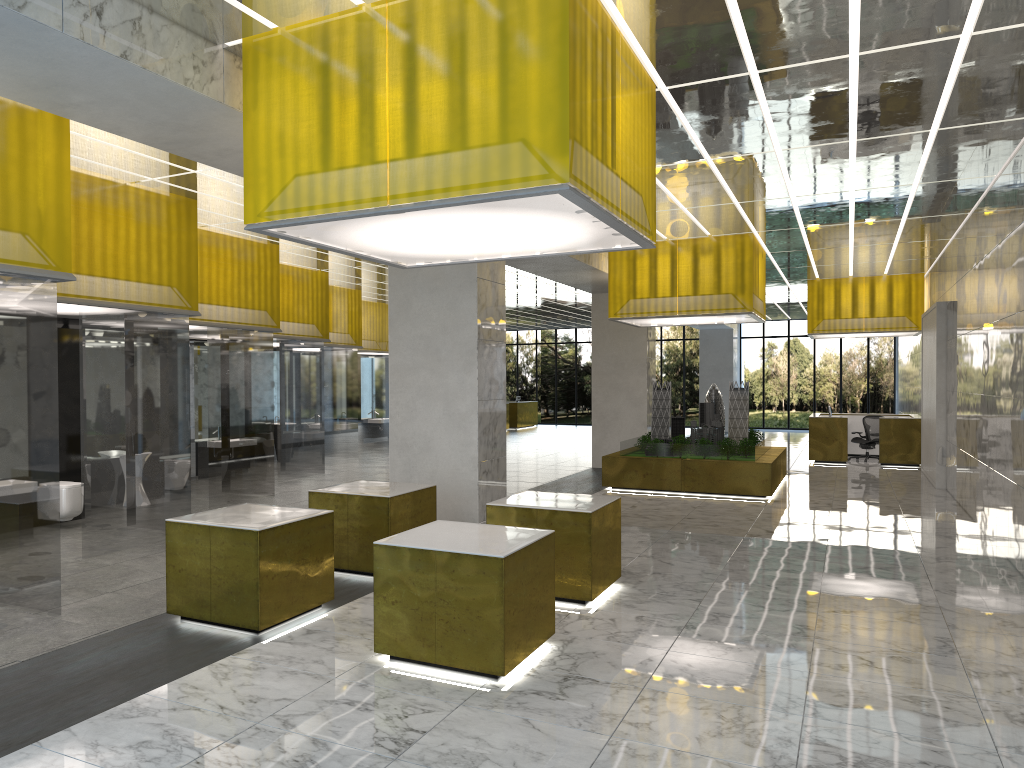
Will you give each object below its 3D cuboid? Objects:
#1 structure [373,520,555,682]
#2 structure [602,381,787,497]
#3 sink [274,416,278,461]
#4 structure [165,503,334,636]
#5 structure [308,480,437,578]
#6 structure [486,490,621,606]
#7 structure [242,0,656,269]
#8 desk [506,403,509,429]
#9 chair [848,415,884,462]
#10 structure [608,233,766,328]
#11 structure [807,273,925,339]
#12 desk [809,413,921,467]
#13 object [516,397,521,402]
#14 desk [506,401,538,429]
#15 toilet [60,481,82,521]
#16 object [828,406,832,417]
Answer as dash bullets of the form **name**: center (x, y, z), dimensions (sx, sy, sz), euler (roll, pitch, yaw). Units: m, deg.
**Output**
- **structure**: center (-0.438, 2.081, 8.410), dimensions (1.427, 1.174, 1.382), euler (0, 1, 25)
- **structure**: center (4.872, 1.208, 22.143), dimensions (4.043, 2.571, 4.932), euler (0, 0, 25)
- **sink**: center (-7.756, 1.864, 28.960), dimensions (0.805, 1.514, 0.989), euler (0, 1, -25)
- **structure**: center (-2.987, 2.090, 9.825), dimensions (1.427, 1.174, 1.382), euler (0, 1, 25)
- **structure**: center (-1.992, 2.078, 12.341), dimensions (1.427, 1.174, 1.382), euler (0, 1, 25)
- **structure**: center (0.559, 2.069, 10.931), dimensions (1.427, 1.174, 1.382), euler (0, 1, 25)
- **structure**: center (-0.489, -2.613, 8.717), dimensions (3.401, 2.270, 3.106), euler (0, 0, 26)
- **desk**: center (-2.245, 1.808, 45.869), dimensions (3.362, 1.509, 3.335), euler (0, 0, 25)
- **chair**: center (11.680, 1.782, 27.921), dimensions (0.970, 1.494, 1.191), euler (-1, 1, -41)
- **structure**: center (4.358, -2.671, 20.970), dimensions (3.402, 2.270, 3.106), euler (0, 0, 26)
- **structure**: center (11.557, -2.726, 28.076), dimensions (3.402, 2.270, 2.985), euler (0, 0, 26)
- **desk**: center (11.612, 1.787, 28.116), dimensions (3.362, 1.509, 3.335), euler (0, 0, 25)
- **object**: center (0.265, 1.066, 49.680), dimensions (0.575, 0.668, 0.719), euler (0, 1, 24)
- **desk**: center (-0.560, 1.788, 50.127), dimensions (3.362, 1.509, 3.335), euler (0, 0, 25)
- **toilet**: center (-8.394, 2.193, 15.918), dimensions (0.873, 0.687, 0.484), euler (0, 1, 27)
- **object**: center (10.795, 1.071, 28.577), dimensions (0.575, 0.668, 0.718), euler (0, 1, 25)
